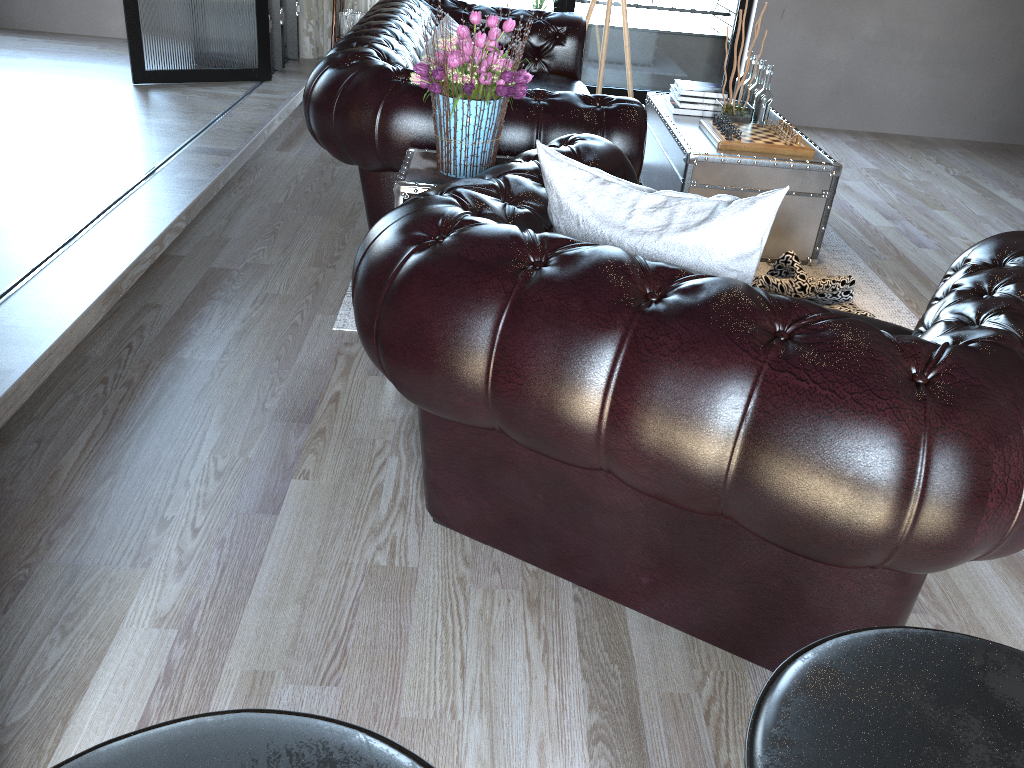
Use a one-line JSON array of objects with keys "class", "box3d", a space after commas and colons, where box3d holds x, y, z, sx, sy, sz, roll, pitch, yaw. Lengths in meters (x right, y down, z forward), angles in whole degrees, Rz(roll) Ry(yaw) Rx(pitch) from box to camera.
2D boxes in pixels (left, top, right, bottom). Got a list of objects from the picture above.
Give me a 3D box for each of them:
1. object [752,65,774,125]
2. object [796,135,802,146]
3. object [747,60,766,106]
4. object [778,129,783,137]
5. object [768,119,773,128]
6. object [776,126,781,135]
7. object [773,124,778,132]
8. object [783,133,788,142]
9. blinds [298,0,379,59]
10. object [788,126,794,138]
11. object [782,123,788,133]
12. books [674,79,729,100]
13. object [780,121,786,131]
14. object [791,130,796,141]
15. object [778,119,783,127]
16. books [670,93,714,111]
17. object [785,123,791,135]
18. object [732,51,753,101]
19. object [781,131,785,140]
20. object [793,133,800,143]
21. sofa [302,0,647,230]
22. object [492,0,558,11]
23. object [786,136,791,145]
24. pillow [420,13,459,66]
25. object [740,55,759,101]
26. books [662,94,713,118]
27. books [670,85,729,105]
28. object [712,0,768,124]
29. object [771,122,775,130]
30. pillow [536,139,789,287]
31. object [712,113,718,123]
[{"class": "object", "box3d": [1.209, -1.377, 4.249, 0.084, 0.288, 0.089, 7, 29, 2]}, {"class": "object", "box3d": [1.257, -1.066, 3.880, 0.019, 0.040, 0.019, 6, 29, 1]}, {"class": "object", "box3d": [1.208, -1.444, 4.367, 0.084, 0.288, 0.089, 7, 29, 2]}, {"class": "object", "box3d": [1.212, -1.131, 3.993, 0.017, 0.037, 0.017, 1, 29, -8]}, {"class": "object", "box3d": [1.210, -1.219, 4.147, 0.017, 0.037, 0.017, 1, 29, -8]}, {"class": "object", "box3d": [1.213, -1.154, 4.033, 0.017, 0.037, 0.017, 1, 29, -8]}, {"class": "object", "box3d": [1.212, -1.175, 4.070, 0.017, 0.037, 0.017, 1, 29, -8]}, {"class": "object", "box3d": [1.210, -1.088, 3.915, 0.017, 0.037, 0.017, 1, 29, -8]}, {"class": "blinds", "box3d": [0.307, -3.323, 5.690, 3.410, 2.956, 0.201, 4, 29, -3]}, {"class": "object", "box3d": [1.259, -1.138, 3.993, 0.025, 0.055, 0.025, 29, 37, 36]}, {"class": "object", "box3d": [1.257, -1.177, 4.071, 0.022, 0.047, 0.022, 21, 32, 25]}, {"class": "books", "box3d": [0.953, -1.488, 4.478, 0.236, 0.030, 0.252, 5, 29, -1]}, {"class": "object", "box3d": [1.256, -1.198, 4.110, 0.026, 0.043, 0.026, 29, 37, 36]}, {"class": "object", "box3d": [1.257, -1.110, 3.952, 0.022, 0.047, 0.022, 21, 32, 25]}, {"class": "object", "box3d": [1.256, -1.218, 4.150, 0.019, 0.040, 0.019, 6, 29, 1]}, {"class": "books", "box3d": [0.960, -1.441, 4.505, 0.270, 0.026, 0.317, 4, 29, -3]}, {"class": "object", "box3d": [1.257, -1.161, 4.030, 0.025, 0.058, 0.025, 29, 37, 36]}, {"class": "object", "box3d": [1.206, -1.575, 4.600, 0.084, 0.288, 0.089, 7, 29, 2]}, {"class": "object", "box3d": [1.211, -1.110, 3.954, 0.017, 0.037, 0.017, 1, 29, -8]}, {"class": "object", "box3d": [1.258, -1.089, 3.919, 0.026, 0.043, 0.026, 29, 37, 36]}, {"class": "sofa", "box3d": [-0.175, -1.246, 4.144, 1.239, 0.833, 2.582, 4, 29, -3]}, {"class": "object", "box3d": [-0.034, -2.240, 5.936, 0.623, 0.820, 0.579, 25, 35, 31]}, {"class": "object", "box3d": [1.212, -1.068, 3.880, 0.017, 0.037, 0.017, 1, 29, -8]}, {"class": "pillow", "box3d": [-0.211, -1.163, 3.397, 0.283, 0.466, 0.531, 5, 29, 0]}, {"class": "object", "box3d": [1.207, -1.508, 4.481, 0.084, 0.288, 0.089, 7, 29, 2]}, {"class": "books", "box3d": [0.945, -1.415, 4.519, 0.305, 0.035, 0.326, 4, 29, -3]}, {"class": "books", "box3d": [0.950, -1.464, 4.492, 0.266, 0.026, 0.284, 5, 29, -1]}, {"class": "object", "box3d": [1.074, -1.518, 4.169, 0.185, 0.579, 0.157, 4, 29, -3]}, {"class": "object", "box3d": [1.211, -1.196, 4.106, 0.017, 0.037, 0.017, 1, 29, -8]}, {"class": "pillow", "box3d": [0.286, -0.250, 1.876, 0.542, 0.499, 0.291, 24, 34, 30]}, {"class": "object", "box3d": [0.948, -1.240, 4.134, 0.019, 0.040, 0.019, -10, 32, -25]}]
